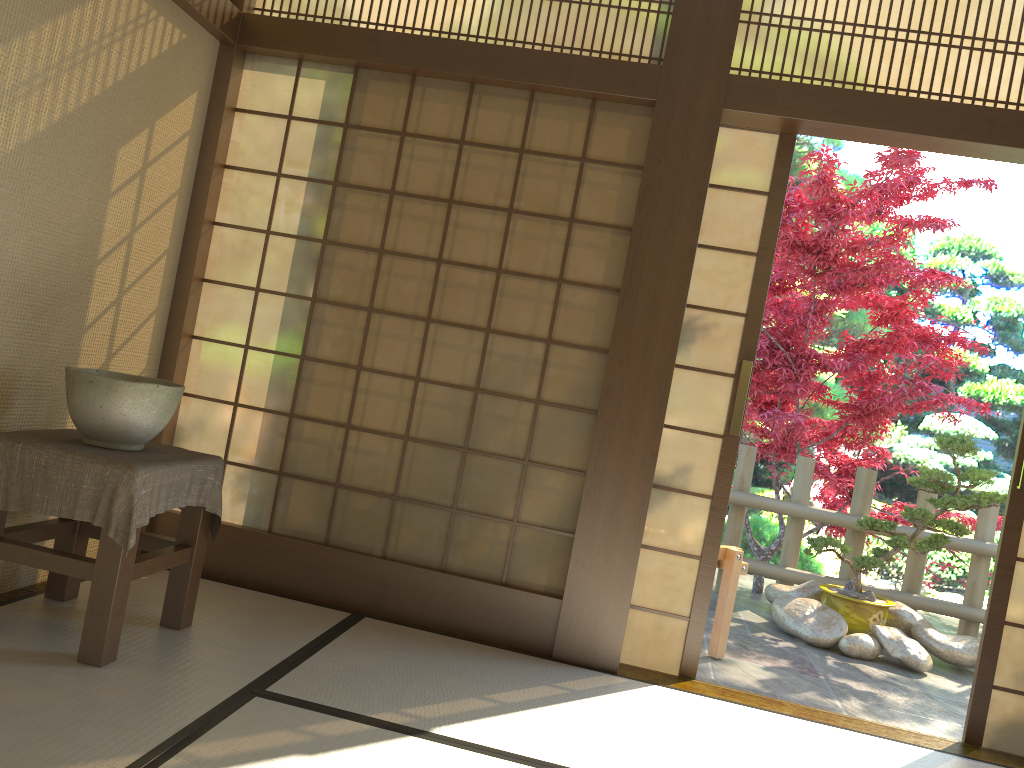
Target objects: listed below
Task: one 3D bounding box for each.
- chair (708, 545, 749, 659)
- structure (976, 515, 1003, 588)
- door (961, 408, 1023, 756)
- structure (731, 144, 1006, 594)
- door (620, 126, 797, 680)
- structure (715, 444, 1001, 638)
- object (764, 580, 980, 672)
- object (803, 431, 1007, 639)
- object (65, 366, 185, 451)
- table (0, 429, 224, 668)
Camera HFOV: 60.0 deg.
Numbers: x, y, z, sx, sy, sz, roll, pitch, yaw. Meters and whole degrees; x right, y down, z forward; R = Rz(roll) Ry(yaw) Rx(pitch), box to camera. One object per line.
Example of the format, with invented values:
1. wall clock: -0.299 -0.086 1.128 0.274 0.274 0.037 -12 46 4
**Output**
1. chair: 0.662 0.967 4.459 0.704 0.598 0.698 11 0 -35
2. structure: 5.447 0.287 6.418 3.045 4.004 3.412 11 0 12
3. door: 2.857 0.462 3.251 1.894 2.380 0.073 11 0 9
4. structure: 1.964 -0.365 6.893 3.412 4.004 3.045 11 0 42
5. door: 0.020 -0.069 3.705 1.894 2.380 0.073 11 0 9
6. structure: 2.352 1.121 5.947 7.456 1.136 0.245 11 0 9
7. object: 2.180 1.435 5.309 1.260 0.276 1.147 11 0 5
8. object: 2.338 0.903 5.313 1.032 1.362 0.586 11 0 35
9. object: -1.253 0.087 2.839 0.358 0.230 0.357 11 0 -21
10. table: -1.341 0.485 2.839 0.633 0.595 0.629 11 0 9
